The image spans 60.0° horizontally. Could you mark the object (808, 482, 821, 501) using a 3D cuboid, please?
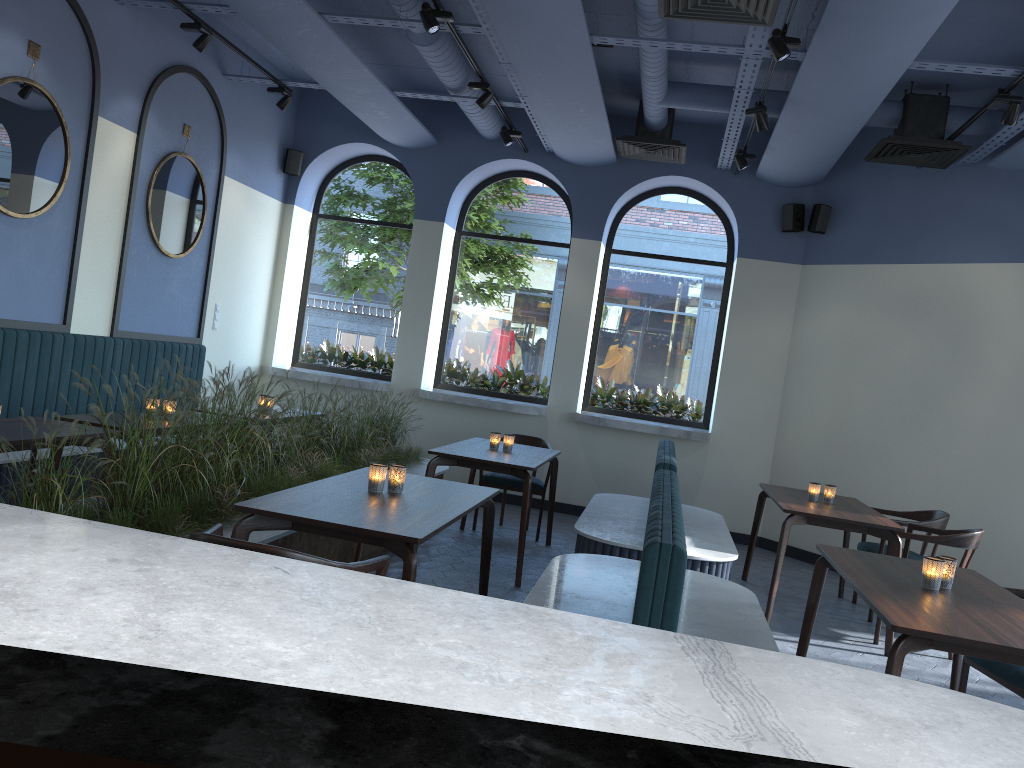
[{"bbox_3d":[2.054,0.733,6.031,0.078,0.120,0.078,9,2,27],"label":"object"}]

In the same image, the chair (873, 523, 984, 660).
[{"bbox_3d":[2.594,1.247,5.538,0.525,0.793,0.618,9,2,34],"label":"chair"}]

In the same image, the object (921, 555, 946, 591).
[{"bbox_3d":[1.636,0.737,3.452,0.078,0.120,0.078,8,1,-7],"label":"object"}]

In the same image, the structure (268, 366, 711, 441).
[{"bbox_3d":[2.510,0.693,4.358,4.315,0.080,14.155,7,2,-29],"label":"structure"}]

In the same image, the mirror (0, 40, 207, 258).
[{"bbox_3d":[-3.021,-1.578,5.546,0.026,1.089,4.357,8,1,10],"label":"mirror"}]

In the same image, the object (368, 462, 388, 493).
[{"bbox_3d":[-0.584,0.406,3.841,0.078,0.120,0.078,8,1,-7],"label":"object"}]

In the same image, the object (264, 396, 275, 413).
[{"bbox_3d":[-1.833,0.155,6.676,0.078,0.120,0.078,8,1,-7],"label":"object"}]

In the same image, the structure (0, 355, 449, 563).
[{"bbox_3d":[-1.334,0.476,5.249,1.143,1.207,4.878,9,1,11],"label":"structure"}]

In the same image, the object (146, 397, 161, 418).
[{"bbox_3d":[-2.160,0.141,5.330,0.078,0.120,0.078,8,1,-7],"label":"object"}]

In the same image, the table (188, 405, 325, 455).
[{"bbox_3d":[-1.929,0.581,6.746,0.548,0.755,1.332,8,1,10],"label":"table"}]

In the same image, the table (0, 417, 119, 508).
[{"bbox_3d":[-2.408,0.580,4.010,0.548,0.755,1.285,8,1,10],"label":"table"}]

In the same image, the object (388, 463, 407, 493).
[{"bbox_3d":[-0.507,0.416,3.902,0.078,0.120,0.078,8,1,-7],"label":"object"}]

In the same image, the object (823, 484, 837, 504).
[{"bbox_3d":[2.159,0.748,6.029,0.078,0.120,0.078,9,2,27],"label":"object"}]

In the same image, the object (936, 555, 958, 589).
[{"bbox_3d":[1.713,0.746,3.513,0.078,0.120,0.078,8,1,-7],"label":"object"}]

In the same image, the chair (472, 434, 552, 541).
[{"bbox_3d":[0.032,0.832,7.347,0.618,0.793,0.525,8,1,9],"label":"chair"}]

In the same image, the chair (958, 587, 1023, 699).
[{"bbox_3d":[2.224,1.240,3.685,0.525,0.793,0.618,8,1,-4],"label":"chair"}]

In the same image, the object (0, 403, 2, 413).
[{"bbox_3d":[-2.354,0.146,4.004,0.078,0.120,0.078,9,2,27],"label":"object"}]

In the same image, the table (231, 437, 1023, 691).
[{"bbox_3d":[0.998,1.113,2.392,3.997,0.755,9.778,8,1,-6],"label":"table"}]

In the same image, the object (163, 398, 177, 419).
[{"bbox_3d":[-2.083,0.151,5.390,0.078,0.120,0.078,8,1,-7],"label":"object"}]

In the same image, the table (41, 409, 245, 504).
[{"bbox_3d":[-2.171,0.581,5.368,0.548,0.755,1.332,8,1,10],"label":"table"}]

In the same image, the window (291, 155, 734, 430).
[{"bbox_3d":[2.867,-0.498,4.451,3.897,2.394,14.212,7,2,-29],"label":"window"}]

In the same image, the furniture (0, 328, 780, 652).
[{"bbox_3d":[-1.007,0.554,5.191,4.703,1.150,4.800,8,1,10],"label":"furniture"}]

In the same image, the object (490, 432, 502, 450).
[{"bbox_3d":[-0.122,0.410,6.381,0.078,0.120,0.078,9,2,27],"label":"object"}]

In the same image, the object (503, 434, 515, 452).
[{"bbox_3d":[-0.026,0.424,6.370,0.078,0.120,0.078,9,2,27],"label":"object"}]

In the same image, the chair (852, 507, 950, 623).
[{"bbox_3d":[2.713,1.247,6.214,0.525,0.793,0.618,8,1,9],"label":"chair"}]

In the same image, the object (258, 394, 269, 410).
[{"bbox_3d":[-1.892,0.145,6.753,0.078,0.120,0.078,8,1,-7],"label":"object"}]

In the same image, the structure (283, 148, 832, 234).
[{"bbox_3d":[-0.102,-1.796,2.809,7.261,0.268,13.143,8,1,-7],"label":"structure"}]

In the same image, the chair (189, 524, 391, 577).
[{"bbox_3d":[-0.774,0.830,2.744,0.618,0.793,0.525,8,1,9],"label":"chair"}]
